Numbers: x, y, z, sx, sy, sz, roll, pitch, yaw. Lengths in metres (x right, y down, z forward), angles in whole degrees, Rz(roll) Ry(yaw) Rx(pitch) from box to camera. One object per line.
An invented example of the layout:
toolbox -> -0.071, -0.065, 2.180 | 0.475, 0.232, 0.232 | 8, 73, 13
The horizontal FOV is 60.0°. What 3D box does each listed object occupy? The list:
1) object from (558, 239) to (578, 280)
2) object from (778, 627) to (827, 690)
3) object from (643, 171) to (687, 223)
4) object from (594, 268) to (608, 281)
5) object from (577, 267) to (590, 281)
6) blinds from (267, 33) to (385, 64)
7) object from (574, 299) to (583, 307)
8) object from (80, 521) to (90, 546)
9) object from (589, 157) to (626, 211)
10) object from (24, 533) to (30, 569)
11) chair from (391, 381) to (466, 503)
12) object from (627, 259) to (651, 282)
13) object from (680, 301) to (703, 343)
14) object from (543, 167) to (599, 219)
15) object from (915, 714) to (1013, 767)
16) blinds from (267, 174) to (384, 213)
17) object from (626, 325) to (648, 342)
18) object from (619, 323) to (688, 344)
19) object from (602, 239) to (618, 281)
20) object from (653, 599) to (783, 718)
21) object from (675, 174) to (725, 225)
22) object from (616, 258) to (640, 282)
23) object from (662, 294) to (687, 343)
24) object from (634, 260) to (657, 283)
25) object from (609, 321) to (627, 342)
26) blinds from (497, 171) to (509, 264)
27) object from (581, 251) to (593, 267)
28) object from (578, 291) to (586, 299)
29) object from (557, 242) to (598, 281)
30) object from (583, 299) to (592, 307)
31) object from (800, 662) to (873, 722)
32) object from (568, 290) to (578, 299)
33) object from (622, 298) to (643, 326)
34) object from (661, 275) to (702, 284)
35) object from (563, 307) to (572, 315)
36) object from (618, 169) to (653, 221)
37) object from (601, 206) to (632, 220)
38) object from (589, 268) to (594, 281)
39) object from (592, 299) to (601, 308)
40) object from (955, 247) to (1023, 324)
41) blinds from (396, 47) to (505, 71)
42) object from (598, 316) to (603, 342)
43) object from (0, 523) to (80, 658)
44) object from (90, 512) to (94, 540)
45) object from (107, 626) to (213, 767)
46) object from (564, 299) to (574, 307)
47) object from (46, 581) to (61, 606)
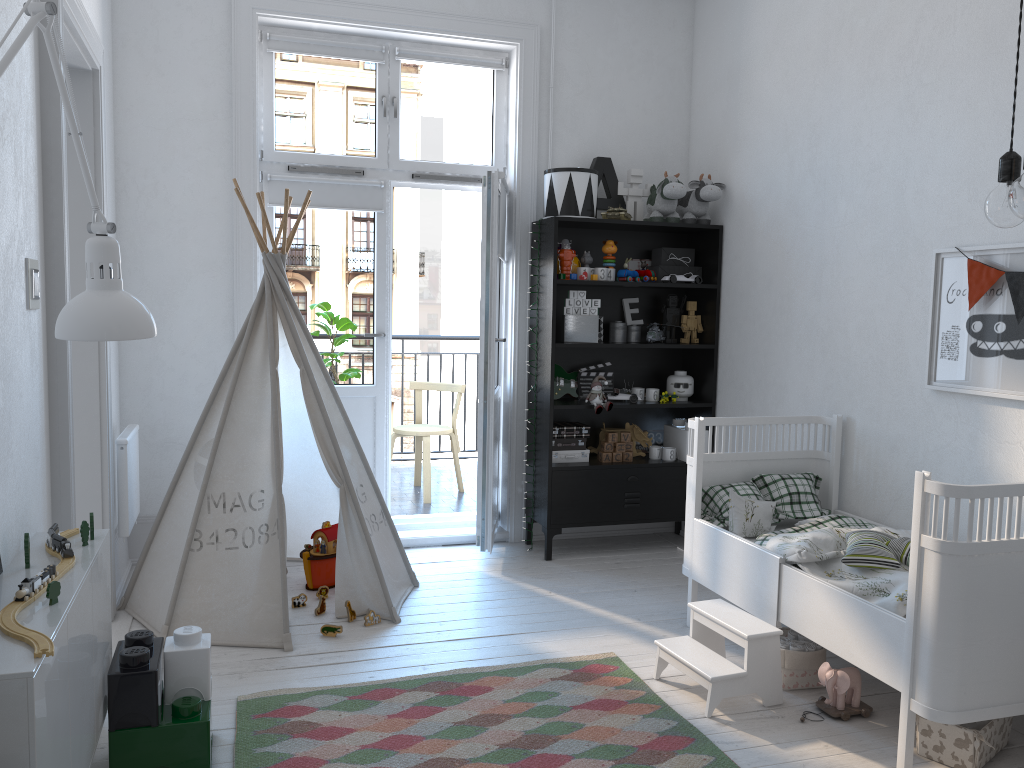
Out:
object -> 0.272, -0.611, 4.358 | 0.105, 0.203, 0.072 | 0, 5, -10
object -> 0.951, 0.929, 3.023 | 0.215, 0.148, 0.240 | 0, 5, -11
object -> 0.769, -0.933, 4.498 | 0.154, 0.253, 0.370 | 0, 5, -10
object -> 0.442, -0.542, 4.403 | 0.067, 0.067, 0.067 | 0, 5, -17
object -> 0.354, -0.543, 4.391 | 0.067, 0.067, 0.067 | 0, 5, -17
blinds -> -0.900, -1.631, 4.313 | 0.565, 0.087, 0.032 | 0, 5, -18
object -> 0.327, -0.400, 4.378 | 0.040, 0.040, 0.040 | 1, 5, 2
object -> -1.060, 0.370, 2.201 | 0.007, 0.063, 0.029 | 2, 5, 9
object -> 0.465, -0.998, 4.601 | 0.343, 0.344, 0.057 | 0, 6, -18
object -> -1.099, 0.377, 2.010 | 0.009, 0.081, 0.037 | -1, 6, -24
chair -> -0.565, 0.356, 5.720 | 0.436, 0.716, 0.497 | 4, 6, 27
object -> 0.777, -0.600, 4.753 | 0.347, 0.132, 0.037 | 0, 5, -18
object -> 0.941, -0.322, 4.643 | 0.114, 0.221, 0.052 | -1, 6, -18
object -> 0.304, -0.948, 4.476 | 0.272, 0.259, 0.394 | 2, 5, 11
object -> 1.302, 0.968, 2.541 | 0.360, 0.163, 0.242 | -3, 7, -42
blinds -> -0.914, -0.940, 4.377 | 0.565, 0.159, 0.032 | 0, 6, -18
object -> 0.676, -0.262, 4.611 | 0.078, 0.091, 0.246 | -1, 5, -23
object -> 0.737, -0.265, 4.595 | 0.368, 0.106, 0.349 | 0, 5, -16
object -> 0.488, -0.619, 4.451 | 0.077, 0.213, 0.077 | 3, 5, 16
object -> 0.673, 0.884, 2.900 | 0.288, 0.246, 0.332 | -1, 5, -23
object -> 0.913, -0.935, 4.548 | 0.211, 0.253, 0.386 | -2, 6, -34
object -> 0.591, -0.575, 4.488 | 0.121, 0.126, 0.087 | -3, 7, -40
object -> 0.851, -0.346, 4.677 | 0.117, 0.259, 0.081 | 0, 6, -18
object -> 0.683, -0.580, 4.561 | 0.122, 0.112, 0.087 | 6, 7, 43
object -> 0.557, -0.276, 4.659 | 0.095, 0.111, 0.095 | 0, 5, -13
blinds -> -0.040, -0.805, 4.371 | 0.032, 0.391, 0.565 | 1, 5, 2
object -> 0.383, -0.602, 4.549 | 0.063, 0.160, 0.063 | -3, 7, -39
object -> 0.342, -0.440, 4.375 | 0.040, 0.040, 0.040 | 0, 5, -8
object -> 0.282, -0.613, 4.436 | 0.197, 0.197, 0.318 | -1, 5, -21
object -> 0.373, -0.399, 4.380 | 0.040, 0.040, 0.040 | 2, 5, 12
object -> 0.992, 0.951, 2.753 | 0.254, 0.152, 0.125 | 0, 5, -19
object -> 0.300, -0.440, 4.373 | 0.040, 0.040, 0.040 | 0, 5, -13
object -> 0.642, -0.384, 4.721 | 0.107, 0.151, 0.055 | 0, 5, -18
object -> 0.865, -0.534, 4.530 | 0.230, 0.048, 0.098 | -1, 6, -28
object -> 0.275, -0.360, 4.379 | 0.040, 0.040, 0.040 | 1, 5, -3
object -> 0.639, -0.969, 4.627 | 0.190, 0.291, 0.065 | 0, 5, -13
object -> 0.519, -0.861, 4.439 | 0.121, 0.100, 0.338 | 3, 5, 17
object -> 0.392, -0.547, 4.448 | 0.067, 0.067, 0.067 | -4, 7, -43
object -> 0.417, -0.398, 4.382 | 0.040, 0.040, 0.040 | 2, 5, 7
object -> 1.649, -0.381, 2.645 | 0.058, 0.415, 0.904 | -1, 5, -18
blinds -> -0.308, -1.649, 4.500 | 0.565, 0.060, 0.032 | 0, 5, -18
object -> 0.443, -0.290, 4.658 | 0.070, 0.135, 0.028 | -1, 6, -18
object -> -1.009, 0.404, 1.905 | 0.111, 0.047, 0.901 | -1, 5, -23
object -> -1.074, 0.362, 2.267 | 0.009, 0.067, 0.054 | -1, 6, -27
object -> -0.936, 0.846, 2.379 | 0.246, 0.332, 0.246 | 0, 5, -18
object -> 0.282, -0.400, 4.376 | 0.040, 0.040, 0.040 | 0, 5, -8
object -> -0.918, 0.418, 1.775 | 0.006, 0.046, 0.037 | 2, 5, 9
